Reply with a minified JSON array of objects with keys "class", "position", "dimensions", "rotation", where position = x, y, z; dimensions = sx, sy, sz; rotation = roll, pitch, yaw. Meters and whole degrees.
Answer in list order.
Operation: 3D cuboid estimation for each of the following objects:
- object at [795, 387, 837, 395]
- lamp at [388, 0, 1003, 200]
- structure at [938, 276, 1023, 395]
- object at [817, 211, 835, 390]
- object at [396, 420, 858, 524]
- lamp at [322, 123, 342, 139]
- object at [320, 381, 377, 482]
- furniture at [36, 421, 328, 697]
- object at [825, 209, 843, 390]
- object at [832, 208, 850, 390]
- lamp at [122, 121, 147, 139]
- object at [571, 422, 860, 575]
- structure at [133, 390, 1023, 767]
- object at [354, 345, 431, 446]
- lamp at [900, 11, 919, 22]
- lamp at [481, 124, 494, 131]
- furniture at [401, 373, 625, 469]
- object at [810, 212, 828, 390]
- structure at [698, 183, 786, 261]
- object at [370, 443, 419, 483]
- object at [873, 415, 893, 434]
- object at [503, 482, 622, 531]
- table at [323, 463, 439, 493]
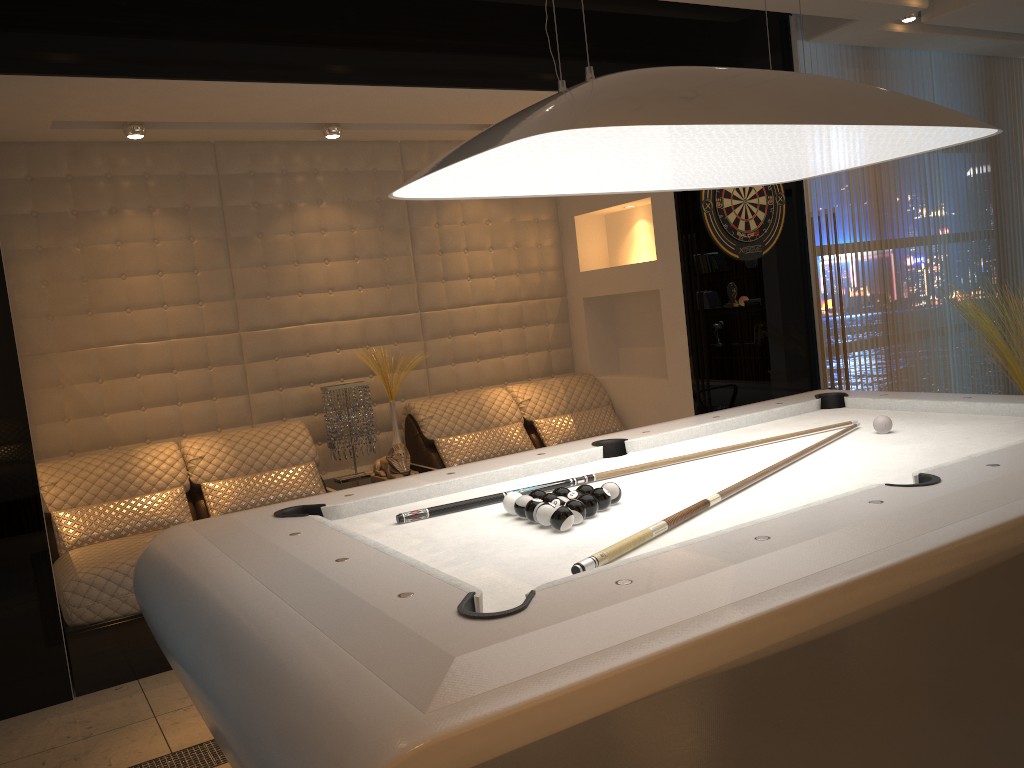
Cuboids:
[{"class":"object","position":[1.667,0.183,4.847],"dimensions":[0.330,0.297,0.032],"rotation":[-9,6,-30]},{"class":"lamp","position":[0.448,-1.076,2.328],"dimensions":[1.578,0.995,0.939],"rotation":[-9,6,-30]},{"class":"structure","position":[3.355,-0.121,5.351],"dimensions":[1.282,1.142,1.275],"rotation":[-5,5,16]},{"class":"object","position":[1.697,-0.113,4.716],"dimensions":[0.026,1.605,0.027],"rotation":[-6,5,8]},{"class":"object","position":[0.426,0.235,2.605],"dimensions":[1.605,0.026,0.028],"rotation":[-9,5,-25]},{"class":"lamp","position":[-0.946,-1.352,4.645],"dimensions":[0.107,0.127,0.107],"rotation":[-2,7,41]},{"class":"object","position":[-0.885,0.253,4.862],"dimensions":[0.247,0.522,0.124],"rotation":[-9,6,-30]},{"class":"furniture","position":[-1.424,0.691,4.137],"dimensions":[1.312,0.810,1.107],"rotation":[-9,6,-30]},{"class":"object","position":[1.720,-0.114,4.675],"dimensions":[0.026,1.605,0.027],"rotation":[-6,5,8]},{"class":"object","position":[1.745,-0.113,4.633],"dimensions":[0.026,1.605,0.027],"rotation":[-6,5,8]},{"class":"lamp","position":[-1.774,-1.216,4.161],"dimensions":[0.107,0.127,0.107],"rotation":[-2,7,41]},{"class":"object","position":[0.625,0.241,2.279],"dimensions":[0.028,0.026,1.605],"rotation":[-2,6,40]},{"class":"structure","position":[0.648,0.600,2.461],"dimensions":[2.912,0.812,1.659],"rotation":[-9,6,-30]},{"class":"object","position":[-0.624,0.123,4.953],"dimensions":[0.390,0.718,0.388],"rotation":[-10,6,-39]},{"class":"lamp","position":[2.284,-2.155,5.110],"dimensions":[0.107,0.127,0.107],"rotation":[-7,5,-11]},{"class":"lamp","position":[-0.128,-1.486,5.124],"dimensions":[0.107,0.127,0.107],"rotation":[-2,7,41]},{"class":"furniture","position":[0.206,0.424,5.091],"dimensions":[1.312,0.810,1.107],"rotation":[-9,6,-30]},{"class":"object","position":[1.673,-0.114,4.757],"dimensions":[0.026,1.605,0.027],"rotation":[-6,5,8]},{"class":"structure","position":[1.318,-1.036,5.049],"dimensions":[0.669,0.669,0.048],"rotation":[-9,6,-30]},{"class":"object","position":[-0.599,0.404,4.541],"dimensions":[0.155,0.217,0.344],"rotation":[-9,6,-30]},{"class":"object","position":[1.151,0.126,2.754],"dimensions":[0.057,0.057,0.057],"rotation":[-4,6,29]},{"class":"object","position":[0.096,0.295,2.180],"dimensions":[0.265,0.057,0.299],"rotation":[-3,6,35]},{"class":"table","position":[-0.587,0.735,4.625],"dimensions":[0.608,0.457,1.143],"rotation":[-9,6,-30]}]
